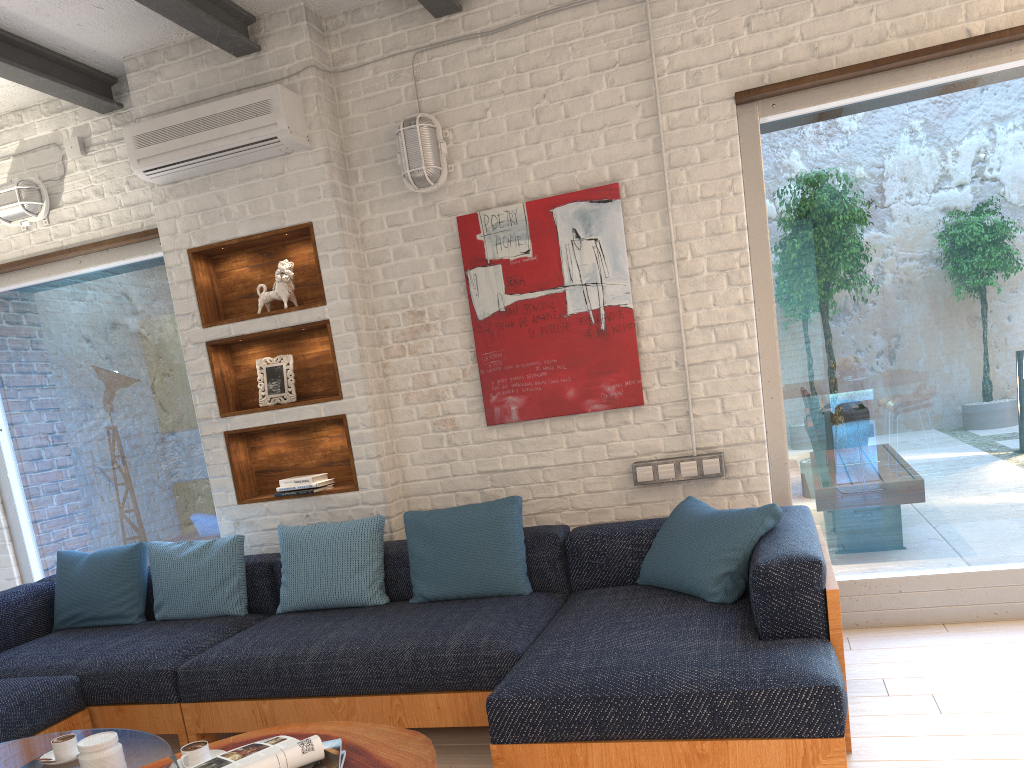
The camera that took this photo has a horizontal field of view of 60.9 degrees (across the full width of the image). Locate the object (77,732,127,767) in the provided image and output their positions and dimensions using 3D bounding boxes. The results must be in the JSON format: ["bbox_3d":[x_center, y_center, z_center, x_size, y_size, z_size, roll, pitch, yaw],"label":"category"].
[{"bbox_3d":[-1.086,0.989,2.308,0.109,0.110,0.105,-5,6,33],"label":"object"}]

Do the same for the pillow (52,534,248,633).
[{"bbox_3d":[-1.781,0.972,4.253,1.113,0.409,0.236,-8,7,16],"label":"pillow"}]

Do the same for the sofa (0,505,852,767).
[{"bbox_3d":[-0.853,1.101,3.281,3.974,0.673,2.034,-8,1,17],"label":"sofa"}]

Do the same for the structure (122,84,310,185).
[{"bbox_3d":[-1.335,-1.112,3.931,0.820,0.225,0.195,-8,5,17],"label":"structure"}]

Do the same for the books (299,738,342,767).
[{"bbox_3d":[-0.550,0.886,1.979,0.317,0.011,0.250,-8,0,-9],"label":"books"}]

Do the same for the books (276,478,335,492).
[{"bbox_3d":[-1.029,0.505,4.356,0.238,0.019,0.167,-8,0,19],"label":"books"}]

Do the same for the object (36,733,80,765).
[{"bbox_3d":[-1.223,1.038,2.493,0.271,0.058,0.152,-8,1,10],"label":"object"}]

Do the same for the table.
[{"bbox_3d":[-1.058,1.232,2.110,1.844,0.455,1.052,-8,1,23],"label":"table"}]

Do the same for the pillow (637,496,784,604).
[{"bbox_3d":[0.753,0.624,3.341,0.372,0.334,0.562,-10,3,-23],"label":"pillow"}]

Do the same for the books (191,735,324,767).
[{"bbox_3d":[-0.631,0.884,1.989,0.316,0.111,0.274,-9,1,-40],"label":"books"}]

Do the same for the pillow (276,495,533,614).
[{"bbox_3d":[-0.503,0.759,3.832,1.219,0.427,0.247,-8,7,17],"label":"pillow"}]

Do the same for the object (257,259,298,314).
[{"bbox_3d":[-1.139,-0.467,4.210,0.217,0.248,0.109,-6,8,25],"label":"object"}]

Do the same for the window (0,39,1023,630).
[{"bbox_3d":[2.654,-2.318,3.134,12.413,6.560,0.625,-8,9,17],"label":"window"}]

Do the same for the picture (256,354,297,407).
[{"bbox_3d":[-1.166,-0.016,4.329,0.194,0.250,0.099,-7,8,8],"label":"picture"}]

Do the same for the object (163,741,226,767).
[{"bbox_3d":[-0.808,0.939,2.195,0.175,0.057,0.144,-8,1,6],"label":"object"}]

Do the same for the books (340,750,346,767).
[{"bbox_3d":[-0.553,0.919,1.996,0.318,0.011,0.249,-8,0,-4],"label":"books"}]

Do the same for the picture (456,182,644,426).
[{"bbox_3d":[0.170,-0.332,3.930,0.748,0.980,0.018,-6,10,17],"label":"picture"}]

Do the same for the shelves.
[{"bbox_3d":[-1.124,-0.044,4.300,0.774,1.457,0.185,-6,10,17],"label":"shelves"}]

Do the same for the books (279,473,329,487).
[{"bbox_3d":[-1.039,0.480,4.355,0.207,0.034,0.129,-8,0,27],"label":"books"}]

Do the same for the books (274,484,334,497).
[{"bbox_3d":[-1.039,0.533,4.357,0.254,0.017,0.158,-8,0,27],"label":"books"}]
